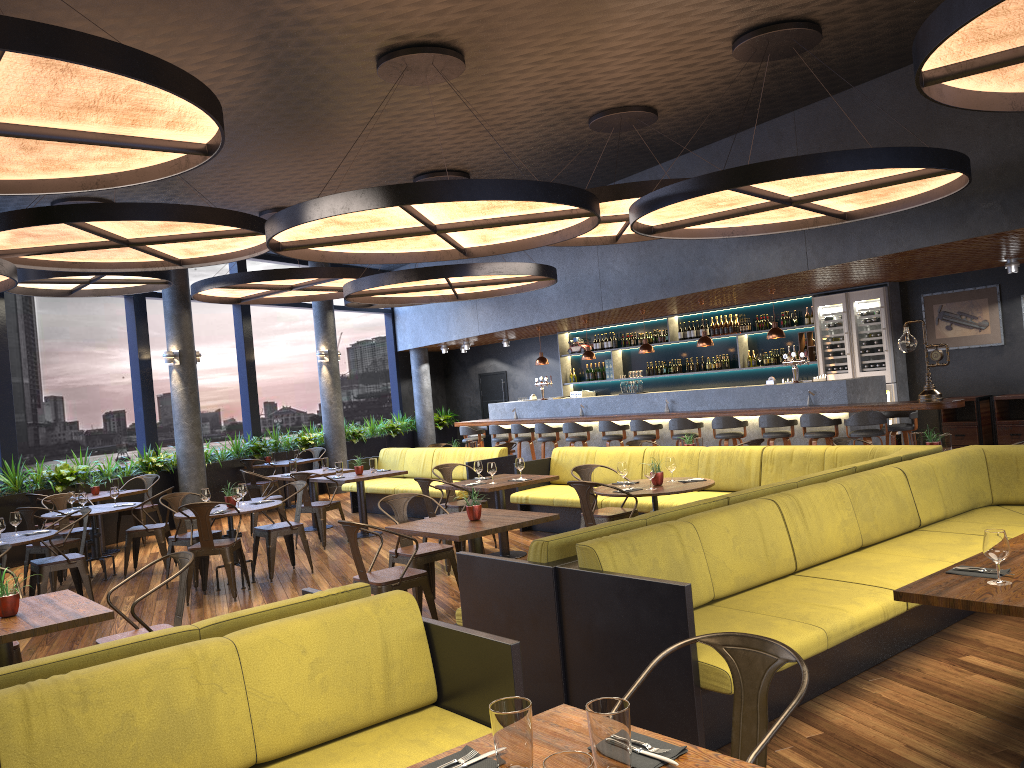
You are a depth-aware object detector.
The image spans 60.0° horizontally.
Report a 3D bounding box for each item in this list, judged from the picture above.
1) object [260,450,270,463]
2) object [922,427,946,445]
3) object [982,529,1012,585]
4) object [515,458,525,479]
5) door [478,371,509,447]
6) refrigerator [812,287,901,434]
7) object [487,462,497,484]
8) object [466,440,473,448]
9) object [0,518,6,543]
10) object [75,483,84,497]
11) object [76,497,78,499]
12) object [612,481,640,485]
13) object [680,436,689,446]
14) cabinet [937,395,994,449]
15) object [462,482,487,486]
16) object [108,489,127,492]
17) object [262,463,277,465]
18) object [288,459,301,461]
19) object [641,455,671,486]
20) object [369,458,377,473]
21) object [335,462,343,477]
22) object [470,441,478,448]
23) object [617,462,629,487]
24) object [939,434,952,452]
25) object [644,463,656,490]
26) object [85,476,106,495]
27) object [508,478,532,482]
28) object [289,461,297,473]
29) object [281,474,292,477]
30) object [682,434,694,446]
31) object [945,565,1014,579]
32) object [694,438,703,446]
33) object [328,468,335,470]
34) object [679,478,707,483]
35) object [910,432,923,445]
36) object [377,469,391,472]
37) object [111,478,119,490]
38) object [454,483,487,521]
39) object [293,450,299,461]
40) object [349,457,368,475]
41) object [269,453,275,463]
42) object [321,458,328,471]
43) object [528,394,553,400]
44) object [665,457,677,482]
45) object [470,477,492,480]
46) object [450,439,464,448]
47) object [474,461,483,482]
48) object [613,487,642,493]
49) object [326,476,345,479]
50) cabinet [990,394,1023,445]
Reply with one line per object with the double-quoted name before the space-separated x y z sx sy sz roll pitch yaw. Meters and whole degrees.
"object" -4.173 1.208 15.053 0.260 0.271 0.238 -5 0 -38
"object" 3.713 0.488 7.861 0.260 0.271 0.238 -5 0 -38
"object" 1.892 0.674 3.458 0.097 0.206 0.097 -5 0 6
"object" 0.084 0.849 8.928 0.097 0.206 0.097 -5 0 42
"door" -0.349 0.754 20.214 0.137 2.056 1.012 -5 0 -40
"refrigerator" 5.151 -0.311 13.148 0.454 2.109 1.159 -5 0 -40
"object" -0.195 0.873 8.706 0.097 0.206 0.097 -5 0 -39
"object" -0.631 0.935 13.275 0.102 0.178 0.102 -5 0 -4
"object" -4.323 1.237 7.480 0.097 0.206 0.097 -5 0 -24
"object" -5.565 1.369 11.427 0.102 0.178 0.102 -5 0 32
"object" -5.583 1.450 11.262 0.255 0.019 0.157 -5 0 26
"object" 1.003 0.859 7.719 0.157 0.019 0.255 -5 0 -33
"object" 1.995 0.694 10.191 0.102 0.178 0.102 -5 0 -4
"cabinet" 6.152 0.681 11.991 0.473 1.007 0.553 -5 0 -40
"object" -0.358 0.982 8.735 0.255 0.019 0.157 -5 0 -39
"object" -5.256 1.423 11.841 0.255 0.019 0.157 -5 0 26
"object" -4.018 1.320 14.628 0.255 0.019 0.157 -5 0 26
"object" -3.692 1.292 15.207 0.255 0.019 0.157 -5 0 26
"object" 1.210 0.710 7.420 0.238 0.271 0.260 -5 0 -18
"object" -1.742 1.028 11.155 0.102 0.178 0.102 -5 0 16
"object" -2.156 1.065 11.069 0.102 0.178 0.102 -5 0 -34
"object" -0.546 0.927 12.859 0.102 0.178 0.102 -5 0 36
"object" 0.946 0.769 7.552 0.097 0.206 0.097 -5 0 -15
"object" 3.784 0.528 7.731 0.102 0.178 0.102 -5 0 36
"object" 1.122 0.752 7.210 0.097 0.206 0.097 -5 0 -1
"object" -5.439 1.312 11.583 0.260 0.271 0.238 -5 0 -24
"object" 0.063 0.945 8.756 0.157 0.019 0.255 -5 0 -39
"object" -2.976 1.140 12.064 0.102 0.178 0.102 -5 0 26
"object" -2.997 1.222 11.891 0.157 0.019 0.255 -5 0 -40
"object" 1.993 0.647 9.967 0.238 0.271 0.260 -5 0 -18
"object" 1.930 0.765 3.629 0.157 0.019 0.255 -5 0 -39
"object" 2.069 0.686 9.811 0.102 0.178 0.102 -5 0 36
"object" -2.466 1.176 12.290 0.157 0.019 0.255 -5 0 -40
"object" 1.505 0.813 7.497 0.255 0.019 0.157 -5 0 -7
"object" 3.702 0.536 8.098 0.102 0.178 0.102 -5 0 36
"object" -1.646 1.100 11.295 0.157 0.019 0.255 -5 0 -40
"object" -5.220 1.339 11.672 0.102 0.178 0.102 -5 0 42
"object" -0.288 0.840 6.358 0.260 0.271 0.238 -5 0 -4
"object" -3.655 1.209 15.038 0.102 0.178 0.102 -5 0 42
"object" -1.910 0.997 11.089 0.238 0.271 0.260 -5 0 -1
"object" -4.000 1.239 14.793 0.102 0.178 0.102 -5 0 32
"object" -2.562 1.104 12.150 0.102 0.178 0.102 -5 0 26
"object" 0.602 0.232 17.470 0.766 0.106 0.200 -5 0 -40
"object" 1.367 0.732 7.613 0.097 0.206 0.097 -5 0 2
"object" -0.302 0.978 9.187 0.157 0.019 0.255 -5 0 -39
"object" -0.824 0.905 12.857 0.238 0.271 0.260 -5 0 -34
"object" -0.340 0.887 9.015 0.097 0.206 0.097 -5 0 42
"object" 0.960 0.861 7.246 0.255 0.019 0.157 -5 0 -37
"object" -2.176 1.146 10.896 0.157 0.019 0.255 -5 0 -40
"cabinet" 6.594 0.640 11.456 0.473 1.007 0.553 -5 0 -40
